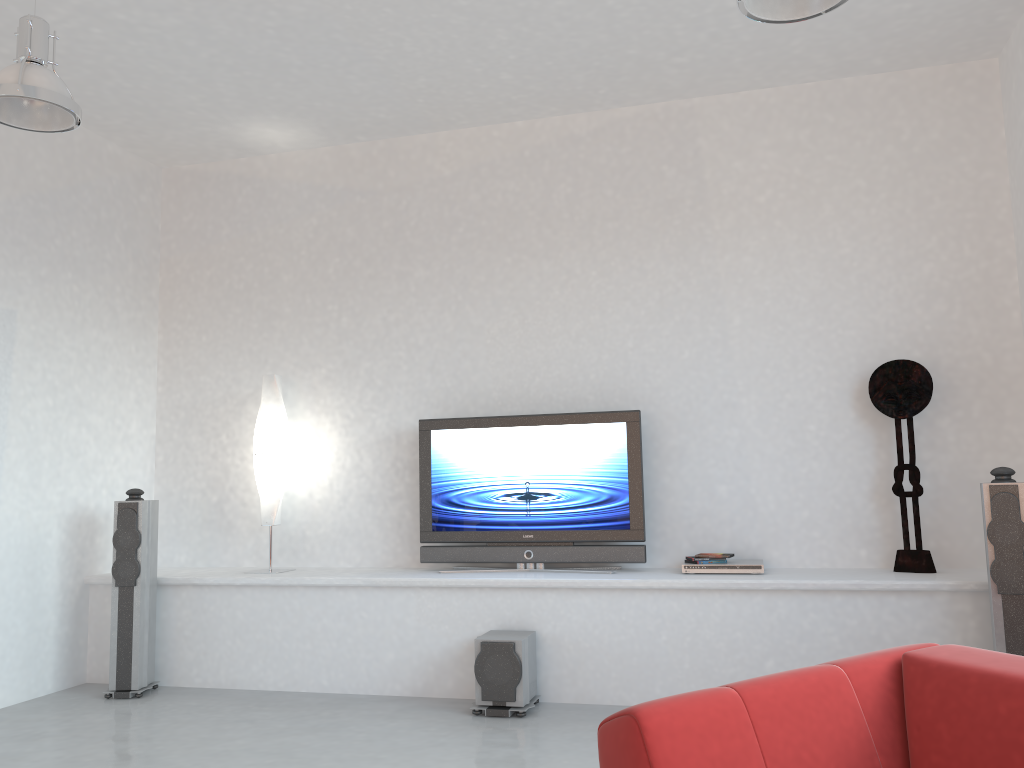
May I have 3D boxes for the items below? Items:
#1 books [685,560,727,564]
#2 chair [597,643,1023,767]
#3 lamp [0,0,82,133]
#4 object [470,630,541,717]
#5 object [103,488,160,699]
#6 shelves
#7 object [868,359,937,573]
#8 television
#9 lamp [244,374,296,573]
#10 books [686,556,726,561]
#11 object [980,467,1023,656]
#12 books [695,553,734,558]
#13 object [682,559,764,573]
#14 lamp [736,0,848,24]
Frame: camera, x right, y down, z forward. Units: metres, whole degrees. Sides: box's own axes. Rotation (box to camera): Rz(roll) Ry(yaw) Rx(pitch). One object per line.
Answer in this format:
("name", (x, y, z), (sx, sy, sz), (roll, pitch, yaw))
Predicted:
("books", (1.077, 0.985, 4.932), (0.190, 0.015, 0.135), (1, -7, -20))
("chair", (0.827, 0.944, 1.592), (0.951, 0.738, 1.288), (2, -7, -25))
("lamp", (-1.989, -1.503, 3.695), (0.379, 0.800, 0.379), (-3, -7, 11))
("object", (-0.033, 1.497, 4.607), (0.336, 0.374, 0.337), (-3, -7, 15))
("object", (-2.217, 1.209, 5.210), (0.255, 1.184, 0.273), (-1, -7, 0))
("shelves", (0.084, 1.111, 5.099), (5.500, 0.050, 0.650), (-3, -7, 15))
("object", (2.110, 0.430, 4.740), (0.331, 1.130, 0.108), (-7, -9, 40))
("television", (0.099, 0.643, 5.268), (1.356, 0.919, 0.343), (-3, -7, 15))
("lamp", (-1.529, 0.561, 5.637), (0.263, 1.239, 0.263), (-2, -7, 7))
("books", (1.077, 0.971, 4.937), (0.190, 0.015, 0.135), (-1, -7, -5))
("object", (2.265, 0.968, 4.002), (0.255, 1.184, 0.273), (-5, -8, 30))
("books", (1.125, 0.952, 4.920), (0.190, 0.015, 0.135), (-4, -7, 25))
("object", (1.176, 1.012, 4.930), (0.430, 0.045, 0.352), (-3, -7, 15))
("lamp", (0.913, -1.659, 2.916), (0.379, 0.800, 0.379), (3, -8, -35))
